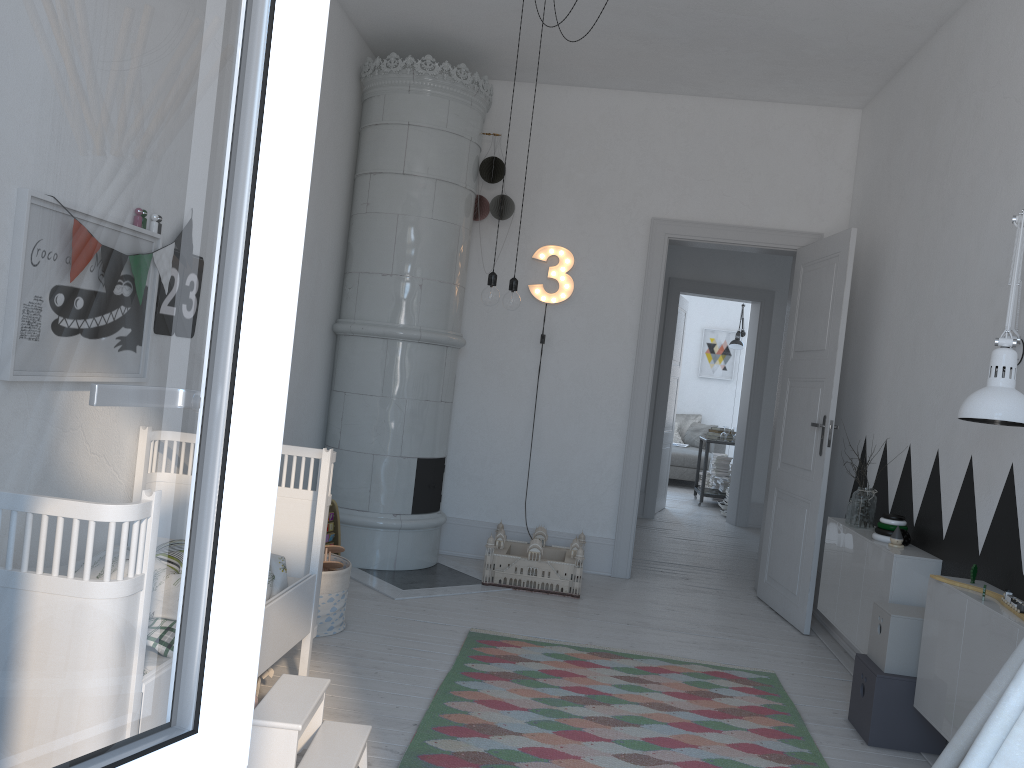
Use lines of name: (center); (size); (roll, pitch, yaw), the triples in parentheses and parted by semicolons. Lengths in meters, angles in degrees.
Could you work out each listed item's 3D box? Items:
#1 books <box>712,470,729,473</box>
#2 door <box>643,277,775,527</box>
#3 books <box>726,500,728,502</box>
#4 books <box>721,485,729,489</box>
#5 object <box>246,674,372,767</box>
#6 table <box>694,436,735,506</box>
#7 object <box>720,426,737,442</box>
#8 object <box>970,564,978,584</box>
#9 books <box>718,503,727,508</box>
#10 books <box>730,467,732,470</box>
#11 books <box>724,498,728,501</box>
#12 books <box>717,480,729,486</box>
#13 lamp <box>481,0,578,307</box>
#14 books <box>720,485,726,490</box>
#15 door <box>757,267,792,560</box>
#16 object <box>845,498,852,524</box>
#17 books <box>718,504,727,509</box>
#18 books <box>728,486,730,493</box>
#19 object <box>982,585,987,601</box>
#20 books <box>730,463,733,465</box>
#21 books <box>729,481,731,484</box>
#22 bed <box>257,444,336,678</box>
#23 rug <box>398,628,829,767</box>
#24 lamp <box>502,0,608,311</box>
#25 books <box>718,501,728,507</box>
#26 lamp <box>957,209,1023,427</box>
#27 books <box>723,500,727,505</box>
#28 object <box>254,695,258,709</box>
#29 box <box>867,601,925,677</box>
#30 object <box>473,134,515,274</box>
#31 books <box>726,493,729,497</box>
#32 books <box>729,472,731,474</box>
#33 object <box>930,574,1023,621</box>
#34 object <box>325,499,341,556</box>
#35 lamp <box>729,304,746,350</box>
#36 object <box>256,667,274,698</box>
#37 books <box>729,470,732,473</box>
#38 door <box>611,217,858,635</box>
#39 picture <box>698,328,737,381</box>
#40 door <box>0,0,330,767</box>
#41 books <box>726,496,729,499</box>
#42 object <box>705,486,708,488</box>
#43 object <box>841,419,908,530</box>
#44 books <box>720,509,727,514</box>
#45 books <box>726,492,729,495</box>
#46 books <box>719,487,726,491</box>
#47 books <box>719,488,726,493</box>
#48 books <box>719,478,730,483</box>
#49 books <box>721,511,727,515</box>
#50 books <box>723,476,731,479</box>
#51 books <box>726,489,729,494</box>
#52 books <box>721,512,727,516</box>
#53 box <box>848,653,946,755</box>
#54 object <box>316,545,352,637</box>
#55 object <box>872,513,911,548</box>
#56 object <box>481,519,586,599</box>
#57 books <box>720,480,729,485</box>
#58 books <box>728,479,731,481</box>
books: (2.408, 1.013, 10.253); (0.161, 0.035, 0.254); (6, 1, 5)
door: (1.715, 0.170, 8.427); (1.005, 2.177, 0.856); (6, 1, -9)
books: (2.215, 1.163, 8.599); (0.182, 0.016, 0.288); (6, 1, -5)
books: (2.354, 1.109, 9.560); (0.180, 0.042, 0.296); (6, 1, 5)
object: (-0.530, 0.940, 2.297); (0.288, 0.245, 0.332); (6, 1, 1)
table: (2.307, 0.962, 9.548); (0.602, 0.703, 0.637); (6, 1, 5)
object: (2.319, 0.536, 9.468); (0.210, 0.154, 0.165); (6, 1, -5)
object: (1.520, 0.625, 2.919); (0.029, 0.063, 0.007); (6, 1, -32)
books: (2.236, 1.240, 9.001); (0.232, 0.014, 0.308); (6, 1, 3)
books: (2.323, 0.856, 8.992); (0.176, 0.025, 0.331); (7, 1, 20)
books: (2.265, 1.196, 8.994); (0.167, 0.017, 0.263); (6, 1, 0)
books: (2.312, 1.078, 9.547); (0.175, 0.036, 0.273); (6, 1, 5)
lamp: (0.215, -1.032, 2.825); (0.074, 1.530, 1.381); (6, 1, -20)
books: (2.349, 1.132, 9.558); (0.182, 0.031, 0.288); (6, 1, 5)
door: (1.989, 0.223, 5.944); (0.261, 2.177, 0.981); (6, 1, 5)
object: (1.607, 0.596, 4.128); (0.091, 0.121, 0.098); (7, 1, 44)
books: (2.236, 1.254, 9.007); (0.232, 0.014, 0.314); (6, 1, 5)
books: (2.219, 1.024, 8.786); (0.129, 0.139, 0.157); (6, 1, 5)
object: (1.413, 0.624, 2.654); (0.006, 0.046, 0.037); (7, 1, 32)
books: (2.314, 0.823, 8.984); (0.161, 0.012, 0.254); (7, 1, 25)
books: (2.307, 1.002, 8.994); (0.180, 0.028, 0.296); (7, 1, 20)
bed: (-1.020, 0.589, 2.372); (0.670, 0.833, 1.404); (6, 1, 5)
rug: (0.369, 1.152, 2.856); (1.319, 0.016, 2.028); (6, 1, 6)
lamp: (0.297, -1.024, 2.937); (0.074, 1.530, 1.381); (6, 1, -20)
books: (2.230, 1.226, 9.005); (0.251, 0.012, 0.312); (6, 1, 6)
lamp: (1.543, -0.195, 2.669); (0.200, 0.656, 0.651); (7, 1, 39)
books: (2.250, 1.211, 9.004); (0.182, 0.016, 0.288); (6, 1, 5)
object: (-0.768, 0.958, 2.563); (0.254, 0.152, 0.125); (6, 1, 4)
box: (1.419, 0.917, 3.181); (0.202, 0.206, 0.199); (6, 1, 5)
object: (-0.150, -1.062, 5.266); (0.196, 0.826, 0.386); (6, 1, -41)
books: (2.279, 1.141, 9.004); (0.174, 0.021, 0.273); (6, 1, 5)
books: (2.299, 0.906, 8.982); (0.161, 0.013, 0.256); (7, 1, 25)
object: (1.446, 0.629, 2.498); (0.111, 0.047, 0.902); (6, 1, 0)
object: (-0.968, 0.784, 4.281); (0.163, 0.424, 0.335); (7, 1, 20)
lamp: (3.168, -0.802, 12.380); (0.200, 0.670, 0.687); (7, 1, 15)
object: (-0.967, 0.926, 2.880); (0.360, 0.163, 0.242); (6, 1, -19)
books: (2.316, 0.891, 8.987); (0.174, 0.021, 0.273); (7, 1, 30)
door: (1.196, 0.142, 5.002); (1.022, 2.177, 1.040); (6, 1, 5)
picture: (2.956, -0.426, 12.713); (0.492, 0.703, 0.030); (6, 1, 5)
door: (0.136, 0.171, 0.393); (1.263, 1.839, 0.636); (6, 1, 7)
books: (2.272, 1.169, 9.011); (0.159, 0.012, 0.285); (6, 1, 5)
object: (2.421, 1.238, 10.663); (0.254, 0.013, 0.161); (6, 1, -25)
object: (1.586, 0.411, 4.054); (0.258, 0.484, 0.406); (6, 1, 4)
books: (2.182, 1.255, 8.587); (0.251, 0.012, 0.312); (6, 1, -4)
books: (2.275, 1.123, 8.995); (0.161, 0.013, 0.254); (6, 1, 0)
books: (2.346, 1.147, 9.558); (0.182, 0.031, 0.288); (6, 1, 5)
books: (2.328, 1.161, 9.547); (0.168, 0.032, 0.263); (6, 1, 5)
books: (2.333, 1.047, 9.508); (0.182, 0.031, 0.288); (6, 1, 5)
books: (2.189, 1.269, 8.585); (0.232, 0.014, 0.308); (6, 1, -7)
books: (2.303, 0.963, 9.009); (0.288, 0.016, 0.182); (6, 1, -35)
books: (2.278, 1.105, 9.007); (0.176, 0.025, 0.331); (6, 1, 5)
books: (2.189, 1.283, 8.591); (0.232, 0.014, 0.314); (6, 1, -5)
box: (1.383, 1.146, 3.178); (0.254, 0.259, 0.251); (6, 1, 5)
object: (-0.871, 0.833, 3.732); (0.378, 0.367, 0.379); (6, 1, -25)
object: (1.586, 0.602, 3.649); (0.148, 0.113, 0.231); (6, 1, -5)
object: (0.138, 0.965, 4.979); (0.539, 0.299, 0.539); (6, 1, 5)
books: (2.342, 1.065, 9.526); (0.182, 0.031, 0.288); (6, 1, 5)
books: (2.312, 0.980, 9.009); (0.182, 0.016, 0.288); (7, 1, 25)
